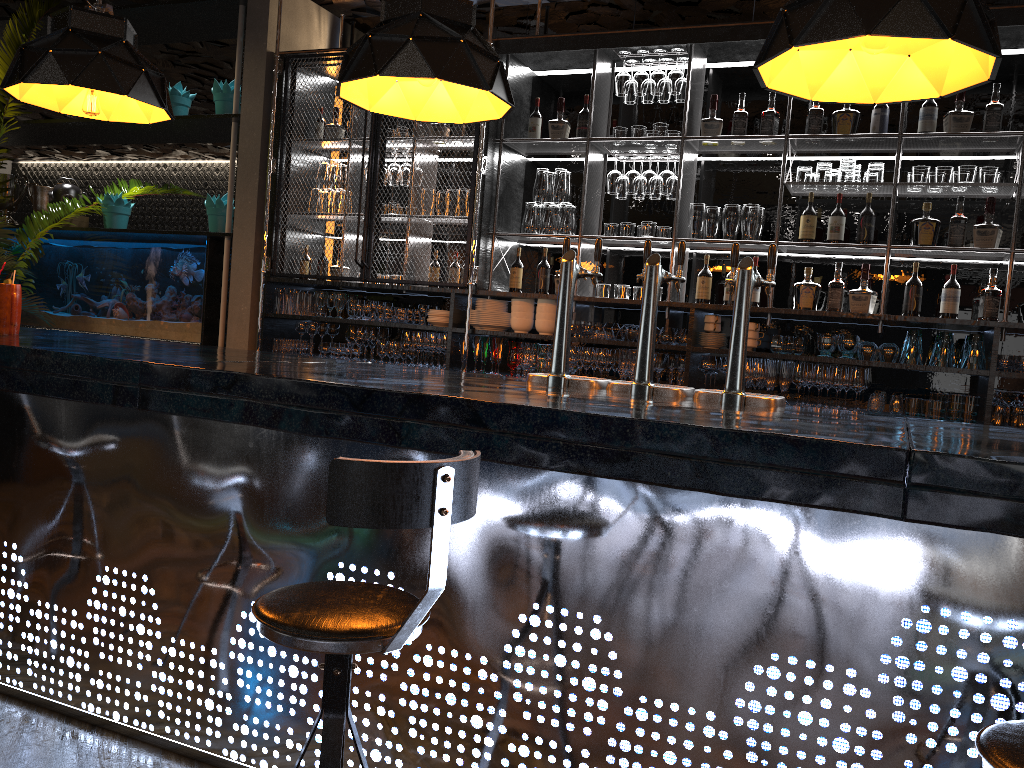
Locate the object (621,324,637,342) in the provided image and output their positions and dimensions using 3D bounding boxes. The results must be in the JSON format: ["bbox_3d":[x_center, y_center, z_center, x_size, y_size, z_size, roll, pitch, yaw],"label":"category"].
[{"bbox_3d":[0.679,-0.297,5.153,0.093,0.099,0.093,7,4,40],"label":"object"}]

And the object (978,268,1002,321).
[{"bbox_3d":[2.453,-0.450,4.544,0.083,0.282,0.083,5,3,8],"label":"object"}]

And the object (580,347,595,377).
[{"bbox_3d":[0.438,-0.106,5.196,0.084,0.216,0.084,7,4,39],"label":"object"}]

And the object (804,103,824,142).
[{"bbox_3d":[1.664,-1.471,4.866,0.083,0.282,0.083,5,3,8],"label":"object"}]

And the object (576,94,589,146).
[{"bbox_3d":[0.443,-1.608,5.398,0.086,0.299,0.086,4,3,-18],"label":"object"}]

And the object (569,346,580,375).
[{"bbox_3d":[0.352,-0.115,5.235,0.084,0.216,0.084,5,3,12],"label":"object"}]

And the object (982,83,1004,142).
[{"bbox_3d":[2.457,-1.387,4.523,0.083,0.282,0.083,6,4,23],"label":"object"}]

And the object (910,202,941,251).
[{"bbox_3d":[2.170,-0.826,4.659,0.151,0.248,0.094,5,3,12],"label":"object"}]

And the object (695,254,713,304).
[{"bbox_3d":[1.115,-0.598,5.130,0.086,0.299,0.086,4,3,-18],"label":"object"}]

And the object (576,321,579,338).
[{"bbox_3d":[0.378,-0.331,5.345,0.100,0.100,0.089,4,3,-4],"label":"object"}]

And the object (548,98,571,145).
[{"bbox_3d":[0.294,-1.612,5.444,0.123,0.279,0.123,5,3,12],"label":"object"}]

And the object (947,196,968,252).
[{"bbox_3d":[2.313,-0.829,4.597,0.083,0.282,0.083,6,4,23],"label":"object"}]

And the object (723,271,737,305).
[{"bbox_3d":[1.269,-0.585,5.091,0.086,0.298,0.086,4,3,-18],"label":"object"}]

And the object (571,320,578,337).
[{"bbox_3d":[0.339,-0.328,5.239,0.100,0.100,0.089,6,4,28],"label":"object"}]

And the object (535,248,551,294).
[{"bbox_3d":[0.195,-0.694,5.494,0.086,0.297,0.086,3,4,-33],"label":"object"}]

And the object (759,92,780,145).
[{"bbox_3d":[1.445,-1.487,4.961,0.083,0.282,0.083,7,4,38],"label":"object"}]

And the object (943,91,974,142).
[{"bbox_3d":[2.304,-1.400,4.574,0.123,0.279,0.123,5,3,12],"label":"object"}]

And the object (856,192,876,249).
[{"bbox_3d":[1.910,-0.880,4.775,0.086,0.297,0.086,4,3,-18],"label":"object"}]

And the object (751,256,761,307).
[{"bbox_3d":[1.368,-0.573,5.022,0.086,0.298,0.086,4,3,-18],"label":"object"}]

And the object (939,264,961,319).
[{"bbox_3d":[2.290,-0.476,4.623,0.086,0.298,0.086,4,3,-18],"label":"object"}]

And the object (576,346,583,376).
[{"bbox_3d":[0.411,-0.117,5.355,0.084,0.216,0.084,7,4,35],"label":"object"}]

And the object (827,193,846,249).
[{"bbox_3d":[1.783,-0.896,4.861,0.086,0.298,0.086,4,3,-18],"label":"object"}]

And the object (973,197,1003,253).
[{"bbox_3d":[2.434,-0.813,4.530,0.123,0.279,0.123,7,4,37],"label":"object"}]

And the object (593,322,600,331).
[{"bbox_3d":[0.485,-0.324,5.368,0.100,0.100,0.089,3,4,-25],"label":"object"}]

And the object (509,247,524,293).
[{"bbox_3d":[0.033,-0.712,5.598,0.086,0.299,0.086,4,3,-18],"label":"object"}]

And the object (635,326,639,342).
[{"bbox_3d":[0.753,-0.286,5.070,0.093,0.099,0.093,8,4,43],"label":"object"}]

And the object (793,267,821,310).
[{"bbox_3d":[1.629,-0.518,4.901,0.151,0.248,0.094,5,3,12],"label":"object"}]

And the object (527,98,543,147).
[{"bbox_3d":[0.149,-1.641,5.555,0.086,0.298,0.086,4,3,-18],"label":"object"}]

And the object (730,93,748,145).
[{"bbox_3d":[1.293,-1.503,5.027,0.083,0.282,0.083,5,3,8],"label":"object"}]

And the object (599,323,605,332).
[{"bbox_3d":[0.530,-0.325,5.459,0.089,0.100,0.100,6,3,17],"label":"object"}]

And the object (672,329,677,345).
[{"bbox_3d":[0.952,-0.279,5.267,0.095,0.096,0.095,7,4,40],"label":"object"}]

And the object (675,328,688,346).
[{"bbox_3d":[0.971,-0.265,5.043,0.095,0.096,0.095,2,4,-43],"label":"object"}]

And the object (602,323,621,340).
[{"bbox_3d":[0.583,-0.307,5.198,0.109,0.100,0.109,5,3,6],"label":"object"}]

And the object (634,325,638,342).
[{"bbox_3d":[0.722,-0.299,5.252,0.093,0.099,0.093,5,3,11],"label":"object"}]

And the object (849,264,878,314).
[{"bbox_3d":[1.892,-0.506,4.772,0.123,0.279,0.123,7,4,37],"label":"object"}]

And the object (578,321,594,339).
[{"bbox_3d":[0.437,-0.321,5.257,0.100,0.100,0.089,3,4,-30],"label":"object"}]

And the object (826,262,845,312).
[{"bbox_3d":[1.771,-0.522,4.839,0.083,0.282,0.083,6,4,23],"label":"object"}]

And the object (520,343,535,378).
[{"bbox_3d":[0.089,-0.141,5.354,0.082,0.213,0.082,2,4,-37],"label":"object"}]

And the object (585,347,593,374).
[{"bbox_3d":[0.462,-0.120,5.481,0.084,0.216,0.084,3,4,-28],"label":"object"}]

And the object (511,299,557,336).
[{"bbox_3d":[0.139,-0.413,5.413,0.309,0.216,0.149,6,3,21],"label":"object"}]

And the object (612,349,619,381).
[{"bbox_3d":[0.629,-0.102,5.409,0.084,0.216,0.084,2,4,-44],"label":"object"}]

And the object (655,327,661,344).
[{"bbox_3d":[0.836,-0.290,5.258,0.093,0.099,0.093,5,3,11],"label":"object"}]

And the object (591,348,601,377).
[{"bbox_3d":[0.493,-0.108,5.315,0.084,0.216,0.084,6,3,16],"label":"object"}]

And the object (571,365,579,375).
[{"bbox_3d":[0.384,-0.126,5.516,0.082,0.213,0.082,5,3,14],"label":"object"}]

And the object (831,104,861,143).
[{"bbox_3d":[1.809,-1.437,4.803,0.151,0.248,0.094,6,4,27],"label":"object"}]

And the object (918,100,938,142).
[{"bbox_3d":[2.185,-1.424,4.649,0.086,0.298,0.086,4,3,-18],"label":"object"}]

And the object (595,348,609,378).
[{"bbox_3d":[0.521,-0.097,5.161,0.084,0.216,0.084,3,4,-24],"label":"object"}]

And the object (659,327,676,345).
[{"bbox_3d":[0.878,-0.271,5.005,0.095,0.096,0.095,4,3,-3],"label":"object"}]

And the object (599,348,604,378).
[{"bbox_3d":[0.544,-0.111,5.439,0.084,0.216,0.084,6,3,22],"label":"object"}]

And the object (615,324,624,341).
[{"bbox_3d":[0.646,-0.310,5.344,0.109,0.100,0.109,5,3,6],"label":"object"}]

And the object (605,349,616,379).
[{"bbox_3d":[0.574,-0.100,5.287,0.084,0.216,0.084,3,4,-24],"label":"object"}]

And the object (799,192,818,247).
[{"bbox_3d":[1.639,-0.908,4.895,0.086,0.299,0.086,4,3,-18],"label":"object"}]

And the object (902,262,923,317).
[{"bbox_3d":[2.111,-0.492,4.665,0.086,0.297,0.086,3,4,-33],"label":"object"}]

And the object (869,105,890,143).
[{"bbox_3d":[1.973,-1.446,4.747,0.086,0.298,0.086,4,3,-18],"label":"object"}]

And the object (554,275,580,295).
[{"bbox_3d":[0.342,-0.669,5.443,0.123,0.279,0.123,7,4,37],"label":"object"}]

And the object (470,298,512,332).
[{"bbox_3d":[-0.132,-0.433,5.566,0.306,0.195,0.300,6,4,25],"label":"object"}]
